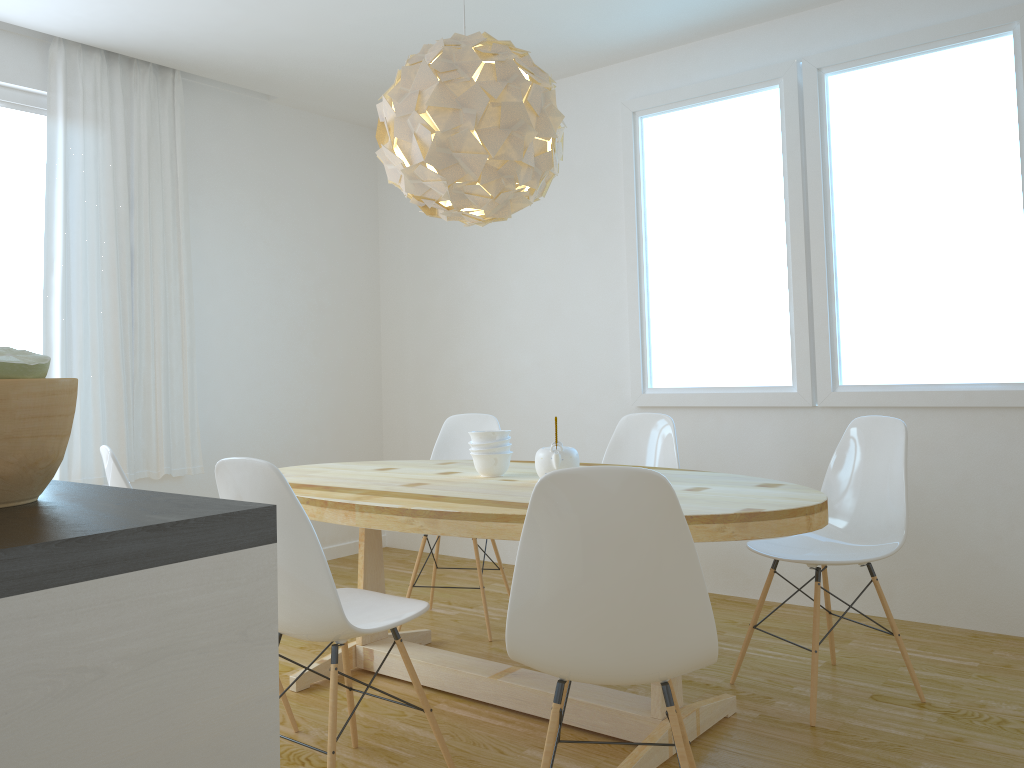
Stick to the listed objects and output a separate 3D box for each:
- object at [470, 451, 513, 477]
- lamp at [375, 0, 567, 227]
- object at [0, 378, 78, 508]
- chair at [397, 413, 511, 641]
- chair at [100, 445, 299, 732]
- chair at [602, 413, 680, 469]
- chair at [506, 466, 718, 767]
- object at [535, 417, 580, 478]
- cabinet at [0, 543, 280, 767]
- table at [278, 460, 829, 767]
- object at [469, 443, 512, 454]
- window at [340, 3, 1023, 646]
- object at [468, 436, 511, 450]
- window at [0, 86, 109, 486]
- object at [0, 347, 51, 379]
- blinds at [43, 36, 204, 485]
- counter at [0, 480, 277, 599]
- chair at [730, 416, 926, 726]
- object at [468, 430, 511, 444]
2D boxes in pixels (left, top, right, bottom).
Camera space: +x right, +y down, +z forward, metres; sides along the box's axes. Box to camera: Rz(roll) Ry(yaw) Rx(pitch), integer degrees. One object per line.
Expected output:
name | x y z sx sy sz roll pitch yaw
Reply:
object | -0.070 0.281 3.106 0.152 0.083 0.151 -2 0 -12
lamp | -0.139 -1.089 3.008 0.638 1.138 0.646 -3 -3 38
object | -0.612 0.067 1.015 0.205 0.142 0.204 -2 -1 0
chair | -0.237 0.595 3.914 0.429 0.904 0.522 -2 -2 13
chair | -0.999 0.629 2.788 0.523 0.904 0.429 0 -3 -32
chair | 0.429 0.580 3.543 0.429 0.904 0.523 -3 -3 38
chair | 0.221 0.604 1.929 0.430 0.904 0.522 -2 -2 8
object | 0.139 0.213 2.909 0.147 0.212 0.177 -3 -2 38
cabinet | -1.364 0.650 1.422 2.397 0.912 0.600 -1 -1 38
table | -0.045 0.687 2.955 2.186 0.727 1.193 -1 0 37
object | -0.074 0.258 3.106 0.151 0.093 0.151 -2 0 -13
window | 0.595 -0.418 3.032 1.877 2.059 2.548 -3 -1 38
object | -0.077 0.234 3.105 0.151 0.096 0.151 -1 0 -35
window | -2.835 -0.382 3.405 0.088 1.923 2.726 -4 -2 38
object | -0.562 -0.011 0.987 0.086 0.065 0.084 -1 -1 -40
blinds | -1.872 -0.602 4.326 0.150 2.166 0.794 -4 -3 39
counter | -1.377 0.174 1.446 2.397 0.040 0.600 -1 1 38
chair | 1.053 0.569 2.966 0.523 0.904 0.428 -1 -2 -22
object | -0.077 0.206 3.110 0.152 0.087 0.151 -1 0 -24
